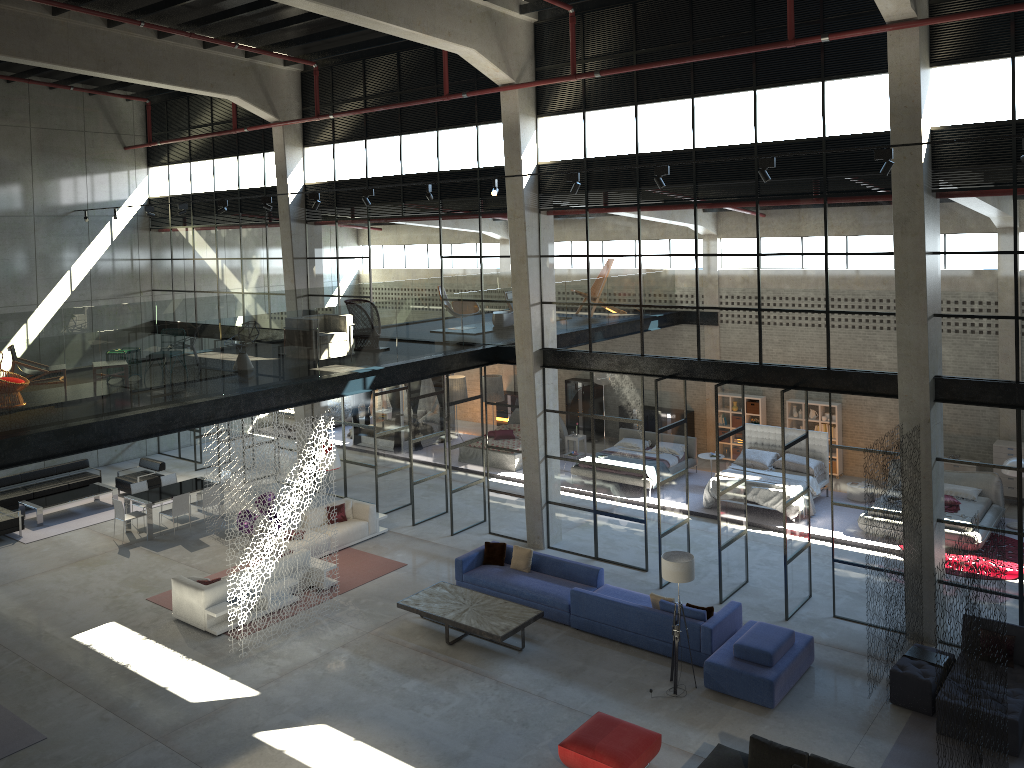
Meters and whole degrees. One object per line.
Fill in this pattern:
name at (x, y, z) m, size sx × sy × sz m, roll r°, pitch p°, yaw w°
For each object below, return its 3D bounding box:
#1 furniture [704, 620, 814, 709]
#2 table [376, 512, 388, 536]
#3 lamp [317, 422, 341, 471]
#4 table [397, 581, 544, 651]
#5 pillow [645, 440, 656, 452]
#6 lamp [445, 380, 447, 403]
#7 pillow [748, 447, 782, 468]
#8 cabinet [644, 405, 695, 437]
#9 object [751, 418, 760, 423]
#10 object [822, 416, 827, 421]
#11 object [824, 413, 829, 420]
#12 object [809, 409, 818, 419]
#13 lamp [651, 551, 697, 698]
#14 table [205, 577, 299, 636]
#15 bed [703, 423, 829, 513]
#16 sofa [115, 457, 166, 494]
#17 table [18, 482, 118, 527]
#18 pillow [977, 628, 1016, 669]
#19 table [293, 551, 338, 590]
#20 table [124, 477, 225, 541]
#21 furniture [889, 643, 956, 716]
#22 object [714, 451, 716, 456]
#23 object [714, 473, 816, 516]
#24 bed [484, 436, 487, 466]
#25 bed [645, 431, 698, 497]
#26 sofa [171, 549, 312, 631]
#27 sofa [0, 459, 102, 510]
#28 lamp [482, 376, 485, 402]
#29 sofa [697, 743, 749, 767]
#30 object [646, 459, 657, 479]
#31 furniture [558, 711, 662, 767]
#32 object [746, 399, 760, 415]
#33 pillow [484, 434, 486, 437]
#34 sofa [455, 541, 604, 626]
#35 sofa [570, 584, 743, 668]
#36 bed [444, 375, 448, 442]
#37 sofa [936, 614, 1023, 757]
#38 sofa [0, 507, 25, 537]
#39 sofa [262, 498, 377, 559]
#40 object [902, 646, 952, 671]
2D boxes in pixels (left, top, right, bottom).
furniture at (3.334, 3.622, 11.781) m, size 0.952 × 0.551 × 1.552 m, roll 4°, pitch 11°, yaw 37°
table at (-2.988, 2.847, 18.102) m, size 0.903 × 0.367 × 0.303 m, roll 5°, pitch 8°, yaw 38°
lamp at (-3.387, 0.992, 16.142) m, size 0.442 × 1.095 × 0.440 m, roll -4°, pitch 4°, yaw -43°
table at (-0.647, 3.582, 13.330) m, size 2.069 × 0.396 × 1.037 m, roll 6°, pitch 11°, yaw 38°
pillow at (3.377, 1.561, 21.709) m, size 1.933 × 0.311 × 0.553 m, roll 6°, pitch 11°, yaw 37°
lamp at (-1.523, 0.750, 25.046) m, size 0.802 × 1.915 × 0.686 m, roll -2°, pitch 2°, yaw -10°
pillow at (5.719, 1.659, 19.793) m, size 1.055 × 0.320 × 0.493 m, roll 5°, pitch 10°, yaw 37°
cabinet at (3.941, 1.248, 23.982) m, size 2.087 × 1.153 × 0.453 m, roll 4°, pitch 6°, yaw 38°
object at (6.188, 0.926, 22.206) m, size 0.260 × 0.133 × 0.059 m, roll 5°, pitch 6°, yaw 38°
object at (7.493, 0.826, 21.047) m, size 0.116 × 0.112 × 0.117 m, roll 3°, pitch 8°, yaw 40°
object at (7.613, 0.781, 21.125) m, size 0.174 × 0.168 × 0.176 m, roll -1°, pitch 6°, yaw 5°
object at (7.304, 0.729, 21.255) m, size 0.166 × 0.250 × 0.167 m, roll -2°, pitch 4°, yaw -7°
lamp at (2.135, 3.152, 11.451) m, size 0.429 × 1.735 × 0.673 m, roll 0°, pitch 3°, yaw 35°
table at (-4.149, 3.565, 14.101) m, size 0.301 × 0.366 × 1.585 m, roll 2°, pitch 10°, yaw 38°
bed at (5.494, 1.861, 18.919) m, size 2.223 × 1.409 × 2.339 m, roll 4°, pitch 9°, yaw 37°
sofa at (-8.998, 2.282, 21.256) m, size 0.953 × 0.755 × 0.828 m, roll 3°, pitch 8°, yaw 38°
table at (-10.041, 2.717, 19.911) m, size 0.903 × 0.405 × 1.820 m, roll 5°, pitch 11°, yaw 37°
pillow at (6.169, 3.364, 11.175) m, size 0.414 × 0.343 × 0.237 m, roll 4°, pitch 6°, yaw 39°
table at (-3.605, 3.304, 15.535) m, size 1.204 × 0.367 × 0.303 m, roll 5°, pitch 8°, yaw 38°
table at (-7.233, 2.642, 18.860) m, size 0.902 × 0.752 × 1.819 m, roll 3°, pitch 10°, yaw 38°
furniture at (5.253, 3.751, 11.210) m, size 0.510 × 0.452 × 0.968 m, roll 4°, pitch 10°, yaw 43°
object at (4.730, 1.602, 20.245) m, size 0.168 × 0.089 × 0.170 m, roll -2°, pitch 8°, yaw 0°
object at (5.217, 2.272, 18.543) m, size 2.287 × 0.654 × 0.657 m, roll 6°, pitch 9°, yaw 41°
bed at (0.023, 1.308, 23.393) m, size 2.035 × 1.272 × 2.363 m, roll 4°, pitch 10°, yaw 38°
bed at (2.967, 1.824, 21.095) m, size 2.262 × 0.863 × 2.419 m, roll 5°, pitch 11°, yaw 37°
sofa at (-4.473, 3.329, 14.649) m, size 0.950 × 0.665 × 2.158 m, roll 4°, pitch 10°, yaw 37°
sofa at (-11.041, 2.439, 20.680) m, size 0.822 × 0.752 × 2.477 m, roll 3°, pitch 10°, yaw 38°
lamp at (-0.482, 0.725, 25.016) m, size 0.802 × 1.914 × 0.686 m, roll -2°, pitch 2°, yaw -10°
sofa at (2.774, 4.207, 8.619) m, size 2.112 × 0.558 × 1.091 m, roll 6°, pitch 11°, yaw 38°
object at (2.604, 1.908, 20.608) m, size 2.116 × 0.245 × 0.725 m, roll 6°, pitch 12°, yaw 38°
furniture at (1.112, 4.131, 9.890) m, size 0.857 × 0.374 × 0.863 m, roll 5°, pitch 11°, yaw 38°
object at (6.150, 0.581, 22.188) m, size 0.324 × 0.296 × 0.326 m, roll 3°, pitch 8°, yaw 38°
pillow at (-0.311, 1.323, 23.176) m, size 0.876 × 0.211 × 0.639 m, roll 1°, pitch 9°, yaw 17°
sofa at (0.272, 3.252, 14.510) m, size 2.341 × 0.600 × 1.064 m, roll 6°, pitch 10°, yaw 38°
sofa at (2.116, 3.389, 13.059) m, size 2.341 × 0.718 × 1.063 m, roll 5°, pitch 10°, yaw 38°
bed at (-3.179, 0.645, 25.467) m, size 2.252 × 2.067 × 2.333 m, roll 3°, pitch 8°, yaw 38°
sofa at (7.105, 3.747, 9.710) m, size 4.161 × 0.864 × 1.843 m, roll 6°, pitch 11°, yaw 38°
sofa at (-11.094, 2.804, 18.557) m, size 1.655 × 0.754 × 0.828 m, roll 5°, pitch 9°, yaw 38°
sofa at (-3.729, 2.877, 17.167) m, size 0.944 × 0.664 × 2.168 m, roll 4°, pitch 10°, yaw 37°
object at (5.343, 3.548, 11.309) m, size 0.520 × 0.099 × 0.303 m, roll 7°, pitch 12°, yaw 42°
